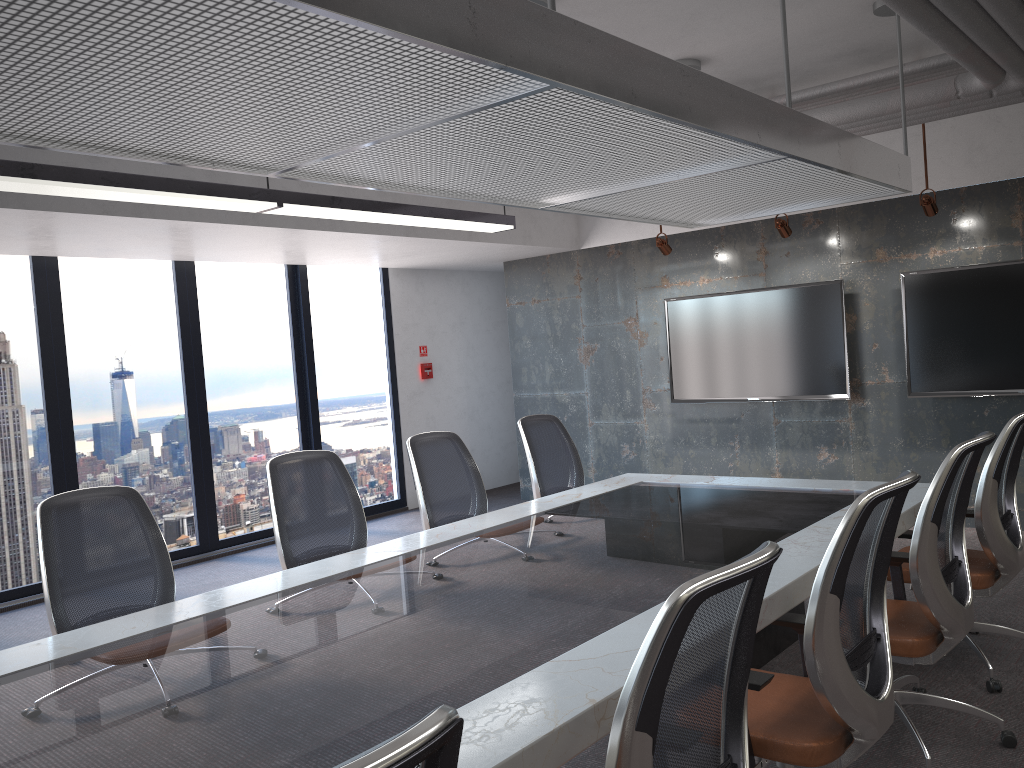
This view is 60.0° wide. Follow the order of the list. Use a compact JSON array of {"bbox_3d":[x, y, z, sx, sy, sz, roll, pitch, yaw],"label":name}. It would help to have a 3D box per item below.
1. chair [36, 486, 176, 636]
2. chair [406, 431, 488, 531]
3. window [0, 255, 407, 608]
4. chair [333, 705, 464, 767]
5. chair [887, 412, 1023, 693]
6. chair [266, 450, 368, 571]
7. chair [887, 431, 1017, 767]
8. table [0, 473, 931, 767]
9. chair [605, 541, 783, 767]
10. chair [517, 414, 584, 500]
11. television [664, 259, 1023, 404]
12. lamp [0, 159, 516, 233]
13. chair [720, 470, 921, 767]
[{"bbox_3d":[-1.346,0.979,3.293,0.828,1.166,0.789,-4,2,4],"label":"chair"},{"bbox_3d":[-0.137,0.836,4.746,0.828,1.166,0.789,-4,2,4],"label":"chair"},{"bbox_3d":[-4.188,0.332,5.860,0.121,2.670,9.225,-3,3,40],"label":"window"},{"bbox_3d":[-0.414,0.982,1.163,0.828,1.166,0.789,-4,2,4],"label":"chair"},{"bbox_3d":[2.004,0.697,4.068,0.828,1.166,0.789,-4,2,4],"label":"chair"},{"bbox_3d":[-0.745,0.903,4.155,0.828,1.166,0.789,-4,2,10],"label":"chair"},{"bbox_3d":[1.400,0.768,3.342,0.828,1.166,0.789,-4,2,4],"label":"chair"},{"bbox_3d":[-0.256,1.113,2.964,1.898,0.745,5.498,-3,3,40],"label":"table"},{"bbox_3d":[0.191,0.911,1.889,0.828,1.166,0.789,-4,2,4],"label":"chair"},{"bbox_3d":[0.468,0.765,5.473,0.828,1.166,0.789,-4,2,4],"label":"chair"},{"bbox_3d":[2.848,-0.365,6.928,3.667,0.960,0.101,-3,3,40],"label":"television"},{"bbox_3d":[-0.495,-1.398,2.803,4.126,0.908,6.097,-3,3,40],"label":"lamp"},{"bbox_3d":[0.795,0.840,2.615,0.828,1.166,0.789,-4,2,4],"label":"chair"}]
